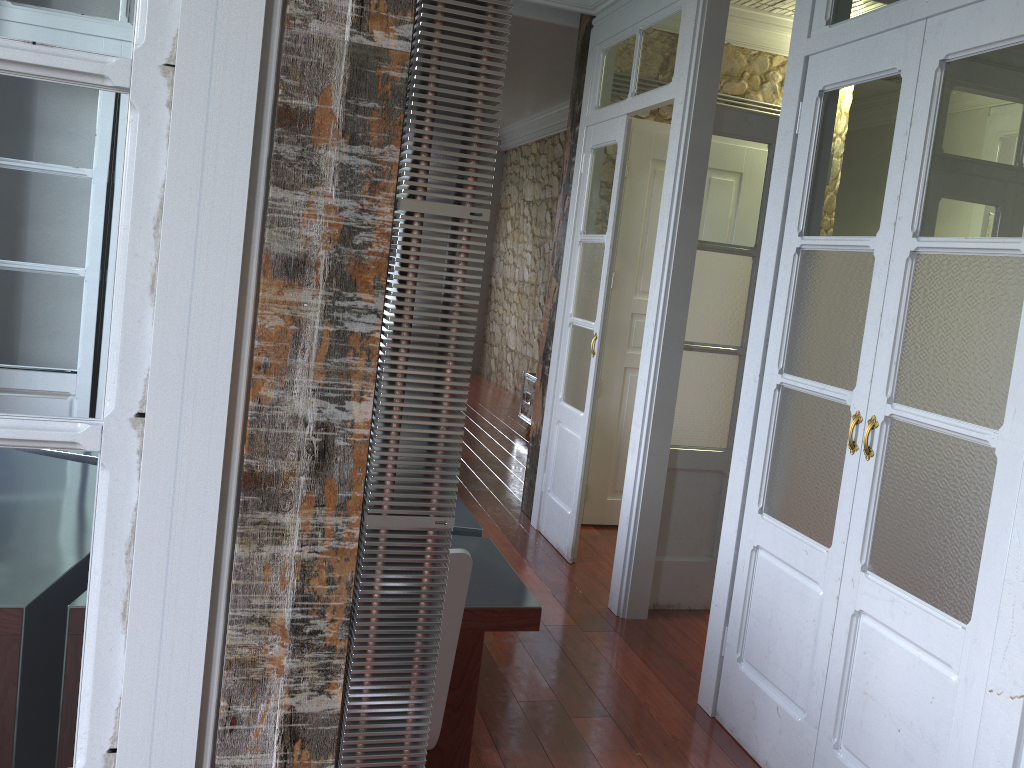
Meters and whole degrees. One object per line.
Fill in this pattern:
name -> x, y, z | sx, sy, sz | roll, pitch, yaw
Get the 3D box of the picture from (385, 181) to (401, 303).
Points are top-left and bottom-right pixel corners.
picture -> -2.108, -1.933, 10.422 | 1.577, 1.979, 0.128 | 5, 5, -17

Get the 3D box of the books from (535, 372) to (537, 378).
books -> 0.317, -0.073, 7.508 | 0.224, 0.028, 0.307 | 7, 8, 3

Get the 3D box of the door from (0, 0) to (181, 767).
door -> -0.959, 0.098, 0.950 | 1.158, 2.172, 0.041 | 5, 5, -17

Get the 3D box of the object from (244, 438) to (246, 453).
object -> -1.053, 0.217, 3.170 | 0.307, 0.012, 0.225 | 5, 8, -12

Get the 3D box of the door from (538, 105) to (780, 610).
door -> 0.497, -0.172, 4.163 | 0.481, 2.172, 1.194 | 2, 7, -42

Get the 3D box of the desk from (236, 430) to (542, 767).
desk -> -0.893, 0.638, 2.661 | 1.443, 0.651, 1.724 | 5, 8, -17

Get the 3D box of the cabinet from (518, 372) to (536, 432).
cabinet -> 0.493, 0.276, 7.048 | 0.487, 0.508, 1.433 | 5, 8, -17

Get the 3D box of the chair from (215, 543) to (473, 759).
chair -> -0.402, 0.684, 1.811 | 0.474, 0.915, 0.605 | 5, 6, -17

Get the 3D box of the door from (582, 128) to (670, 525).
door -> 0.923, -0.274, 5.043 | 0.867, 2.208, 0.146 | 5, 5, -17

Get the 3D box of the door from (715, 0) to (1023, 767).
door -> 0.963, 0.127, 2.385 | 0.040, 2.169, 1.064 | 5, 5, -17

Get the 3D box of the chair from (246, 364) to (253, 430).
chair -> -1.149, 0.388, 3.322 | 0.474, 0.915, 0.605 | 5, 6, -17
